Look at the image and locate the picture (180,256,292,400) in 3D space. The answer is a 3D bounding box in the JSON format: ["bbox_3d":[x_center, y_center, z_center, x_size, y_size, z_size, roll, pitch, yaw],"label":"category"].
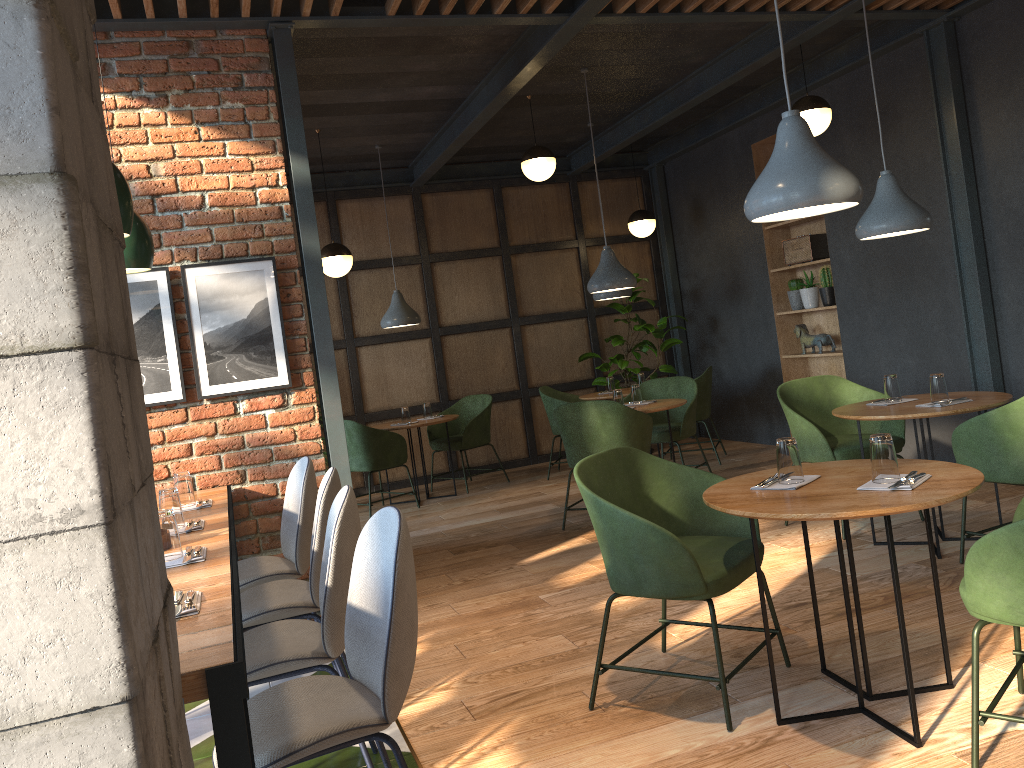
[{"bbox_3d":[-1.300,-0.269,4.188,0.431,0.631,0.015,-8,0,-18],"label":"picture"}]

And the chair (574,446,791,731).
[{"bbox_3d":[0.566,0.628,3.018,0.513,0.819,0.640,-7,1,37],"label":"chair"}]

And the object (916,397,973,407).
[{"bbox_3d":[2.033,0.086,4.187,0.243,0.019,0.157,-9,3,-19],"label":"object"}]

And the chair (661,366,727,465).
[{"bbox_3d":[1.543,0.280,7.750,0.514,0.819,0.640,-8,1,19],"label":"chair"}]

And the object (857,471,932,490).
[{"bbox_3d":[1.115,0.283,2.592,0.157,0.019,0.243,-6,3,41],"label":"object"}]

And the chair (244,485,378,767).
[{"bbox_3d":[-0.657,0.779,2.604,0.508,0.887,0.418,-8,0,-12],"label":"chair"}]

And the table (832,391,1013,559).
[{"bbox_3d":[2.037,0.435,4.335,0.805,0.687,0.810,-7,2,31],"label":"table"}]

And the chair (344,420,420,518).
[{"bbox_3d":[-1.170,0.666,7.346,0.517,0.819,0.636,-8,1,-43],"label":"chair"}]

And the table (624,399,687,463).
[{"bbox_3d":[0.878,0.504,6.272,0.805,0.687,0.810,-7,2,23],"label":"table"}]

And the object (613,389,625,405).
[{"bbox_3d":[0.738,0.105,6.153,0.080,0.138,0.080,-8,1,19],"label":"object"}]

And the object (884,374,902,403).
[{"bbox_3d":[1.921,0.021,4.480,0.080,0.138,0.080,-7,1,34],"label":"object"}]

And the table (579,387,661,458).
[{"bbox_3d":[1.043,0.406,7.913,0.809,0.687,0.806,-8,2,-18],"label":"table"}]

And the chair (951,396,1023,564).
[{"bbox_3d":[2.279,0.358,3.836,0.640,0.819,0.514,-8,1,-23],"label":"chair"}]

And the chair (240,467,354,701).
[{"bbox_3d":[-0.814,0.775,3.156,0.508,0.887,0.418,-8,0,-11],"label":"chair"}]

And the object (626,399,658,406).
[{"bbox_3d":[0.935,0.134,6.400,0.242,0.019,0.158,-6,3,36],"label":"object"}]

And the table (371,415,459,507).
[{"bbox_3d":[-0.814,0.668,7.693,0.805,0.687,0.809,-7,2,22],"label":"table"}]

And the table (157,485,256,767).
[{"bbox_3d":[-1.149,0.901,2.735,0.659,0.765,2.769,-8,2,-18],"label":"table"}]

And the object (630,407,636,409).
[{"bbox_3d":[0.724,0.174,6.142,0.242,0.019,0.158,-6,3,36],"label":"object"}]

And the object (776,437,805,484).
[{"bbox_3d":[0.872,0.240,2.794,0.080,0.138,0.080,-8,1,-36],"label":"object"}]

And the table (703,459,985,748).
[{"bbox_3d":[1.039,0.644,2.712,0.806,0.687,0.809,-7,1,12],"label":"table"}]

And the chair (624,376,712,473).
[{"bbox_3d":[1.144,0.380,6.734,0.637,0.819,0.516,-7,1,32],"label":"chair"}]

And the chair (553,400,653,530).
[{"bbox_3d":[0.623,0.492,5.846,0.637,0.819,0.516,-7,1,27],"label":"chair"}]

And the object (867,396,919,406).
[{"bbox_3d":[1.942,0.083,4.509,0.243,0.019,0.157,-9,3,-19],"label":"object"}]

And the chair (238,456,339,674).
[{"bbox_3d":[-1.021,0.780,3.663,0.509,0.887,0.417,-8,0,-22],"label":"chair"}]

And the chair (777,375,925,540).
[{"bbox_3d":[1.844,0.368,4.916,0.640,0.819,0.514,-8,1,-18],"label":"chair"}]

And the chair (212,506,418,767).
[{"bbox_3d":[-0.440,0.773,2.072,0.509,0.887,0.417,-8,0,-22],"label":"chair"}]

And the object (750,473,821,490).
[{"bbox_3d":[0.877,0.305,2.825,0.157,0.019,0.243,-6,3,41],"label":"object"}]

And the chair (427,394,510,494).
[{"bbox_3d":[-0.439,0.534,8.068,0.517,0.819,0.636,-8,1,-43],"label":"chair"}]

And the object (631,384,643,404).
[{"bbox_3d":[0.896,0.073,6.393,0.080,0.138,0.080,-8,1,19],"label":"object"}]

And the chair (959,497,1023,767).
[{"bbox_3d":[1.478,0.537,2.302,0.513,0.819,0.641,-7,1,42],"label":"chair"}]

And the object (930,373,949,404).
[{"bbox_3d":[2.028,0.019,4.213,0.080,0.138,0.080,-7,1,34],"label":"object"}]

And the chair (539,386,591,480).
[{"bbox_3d":[0.567,0.398,8.057,0.514,0.819,0.640,-8,1,14],"label":"chair"}]

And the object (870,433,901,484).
[{"bbox_3d":[1.097,0.218,2.616,0.080,0.138,0.080,-8,1,-36],"label":"object"}]

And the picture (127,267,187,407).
[{"bbox_3d":[-1.752,-0.201,4.038,0.431,0.631,0.015,-8,0,-18],"label":"picture"}]
